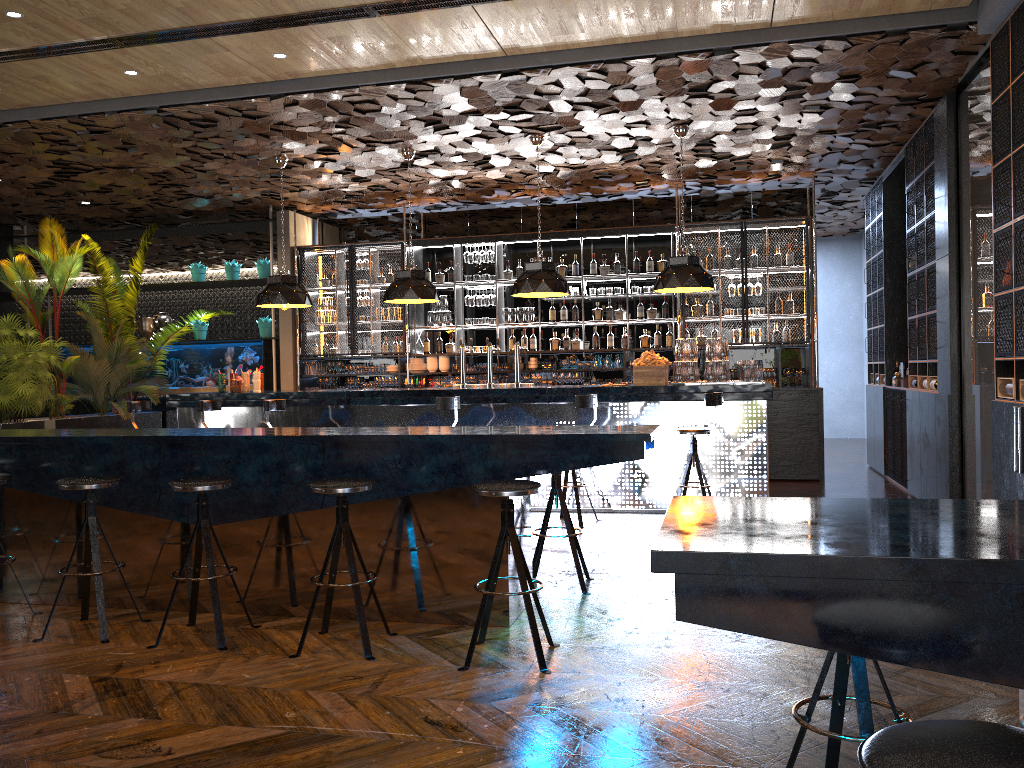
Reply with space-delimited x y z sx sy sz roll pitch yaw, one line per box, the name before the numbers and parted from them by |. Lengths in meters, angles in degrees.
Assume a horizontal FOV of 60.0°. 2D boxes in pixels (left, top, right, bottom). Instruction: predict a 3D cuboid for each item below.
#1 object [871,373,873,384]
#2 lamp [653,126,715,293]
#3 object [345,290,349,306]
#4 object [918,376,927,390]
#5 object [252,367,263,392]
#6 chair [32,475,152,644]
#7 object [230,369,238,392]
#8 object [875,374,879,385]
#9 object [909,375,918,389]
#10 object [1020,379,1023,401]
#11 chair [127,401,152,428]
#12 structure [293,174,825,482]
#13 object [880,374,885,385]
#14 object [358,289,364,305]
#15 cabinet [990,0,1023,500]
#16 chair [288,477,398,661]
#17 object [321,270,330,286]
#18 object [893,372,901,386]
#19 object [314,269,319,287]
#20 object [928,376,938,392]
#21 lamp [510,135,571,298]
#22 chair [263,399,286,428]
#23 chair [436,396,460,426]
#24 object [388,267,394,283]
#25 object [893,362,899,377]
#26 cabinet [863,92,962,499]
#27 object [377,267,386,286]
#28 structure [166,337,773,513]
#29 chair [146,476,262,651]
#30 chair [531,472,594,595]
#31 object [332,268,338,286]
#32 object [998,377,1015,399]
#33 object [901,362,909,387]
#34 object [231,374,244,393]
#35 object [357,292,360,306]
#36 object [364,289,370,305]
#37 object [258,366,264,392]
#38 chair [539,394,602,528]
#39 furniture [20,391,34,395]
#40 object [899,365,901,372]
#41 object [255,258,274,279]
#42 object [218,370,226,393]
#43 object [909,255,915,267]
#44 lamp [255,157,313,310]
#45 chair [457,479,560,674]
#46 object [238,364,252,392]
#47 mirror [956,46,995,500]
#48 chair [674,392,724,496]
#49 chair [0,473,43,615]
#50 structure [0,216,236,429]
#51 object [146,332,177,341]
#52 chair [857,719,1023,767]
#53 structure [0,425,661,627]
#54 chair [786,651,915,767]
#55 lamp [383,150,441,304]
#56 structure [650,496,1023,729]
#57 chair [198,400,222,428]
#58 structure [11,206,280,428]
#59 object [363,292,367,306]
object | 4.656 -0.069 11.287 0.122 0.132 0.396 -1 1 16
lamp | 1.651 -1.691 8.589 0.582 1.564 0.607 -1 1 14
object | -2.230 -1.170 12.058 0.081 0.213 0.081 -1 1 19
object | 3.912 -0.011 8.308 0.122 0.132 0.396 -1 1 14
object | -2.638 -0.049 9.192 0.081 0.264 0.099 -1 1 34
chair | -2.210 0.893 4.666 0.419 0.813 0.419 -1 1 9
object | -2.950 -0.036 9.404 0.078 0.246 0.084 -1 1 12
object | 4.550 -0.060 10.871 0.123 0.132 0.396 -1 1 14
object | 4.014 -0.018 8.722 0.122 0.133 0.396 -1 1 14
object | 3.222 0.040 5.427 0.122 0.132 0.396 -1 1 18
chair | -3.520 0.720 8.678 0.476 1.108 0.419 -1 1 14
structure | 0.354 -0.621 11.335 6.750 3.553 1.143 -1 1 14
object | 4.444 -0.051 10.459 0.122 0.132 0.396 -1 1 14
object | -2.053 -1.174 12.015 0.081 0.213 0.081 -1 1 19
cabinet | 3.039 -0.560 3.869 0.691 3.514 4.416 -1 1 14
chair | -0.820 0.868 4.316 0.419 0.813 0.419 -1 1 9
object | -2.566 -1.450 12.204 0.108 0.244 0.108 -1 1 2
object | 4.289 -0.050 9.840 0.106 0.164 0.106 -1 1 3
object | -2.708 -1.458 12.278 0.075 0.260 0.075 -2 1 -28
object | 3.810 -0.004 7.889 0.123 0.132 0.396 -1 1 15
lamp | 0.266 -1.665 8.800 0.582 1.564 0.607 -1 1 14
chair | -2.043 0.695 8.131 0.476 1.108 0.419 -1 1 14
chair | -0.667 0.669 7.903 0.476 1.108 0.419 -1 1 29
object | -1.639 -1.463 11.992 0.073 0.246 0.072 -1 1 -1
object | 4.431 -0.116 10.200 0.080 0.279 0.080 -2 1 -28
cabinet | 4.358 -0.661 9.328 0.691 3.514 4.416 -1 1 14
object | -1.772 -1.459 12.025 0.108 0.244 0.108 -1 1 2
structure | -0.498 0.361 9.010 6.009 1.685 1.214 -1 1 14
chair | -1.565 0.881 4.509 0.419 0.813 0.419 -1 1 9
chair | 0.276 0.830 5.432 0.419 0.813 0.419 -1 1 9
object | -2.431 -1.462 12.186 0.075 0.261 0.075 -2 1 -28
object | 3.320 0.025 5.848 0.122 0.132 0.396 -1 1 16
object | 4.289 -0.102 9.614 0.116 0.264 0.144 -1 1 14
object | -2.860 -0.009 9.232 0.110 0.191 0.131 -1 1 26
object | -2.103 -1.175 12.175 0.081 0.213 0.081 -1 1 19
object | -1.965 -1.175 11.994 0.081 0.213 0.081 -1 1 19
object | -2.660 -0.057 9.328 0.091 0.277 0.080 -2 1 -44
chair | 0.527 0.647 7.664 0.476 1.108 0.419 -1 1 29
furniture | -6.906 0.663 17.180 9.798 1.137 3.595 -1 1 14
object | 4.402 -0.096 10.049 0.065 0.237 0.065 -1 1 -18
object | -3.445 -1.598 12.341 0.265 0.325 0.245 -1 1 7
object | -3.037 -0.028 9.277 0.086 0.237 0.084 -1 1 33
object | 4.077 -1.212 8.702 0.192 0.221 0.403 -1 1 -17
lamp | -2.445 -1.590 9.448 0.582 1.606 0.607 -1 1 14
chair | -0.015 0.854 4.087 0.419 0.813 0.419 -1 1 9
object | -2.846 -0.065 9.463 0.116 0.298 0.105 0 1 45
mirror | 3.513 -0.625 6.642 0.026 3.551 1.194 -1 1 14
chair | 1.562 0.627 7.482 0.476 1.108 0.419 -1 1 24
chair | -2.915 0.905 4.875 0.419 0.813 0.419 -1 1 9
structure | -5.520 -0.505 11.694 1.873 3.561 4.073 -1 1 15
object | -5.067 -0.673 12.819 0.320 0.135 0.250 -1 1 14
chair | 0.621 0.880 1.131 0.419 0.813 0.419 -1 1 29
structure | -1.634 0.778 5.239 4.941 0.998 0.673 -1 1 14
chair | 0.950 0.855 2.479 0.419 0.813 0.419 -2 1 -41
lamp | -1.062 -1.643 9.243 0.582 1.564 0.607 -1 1 14
structure | 1.533 0.760 1.584 2.476 0.998 0.673 -1 1 14
chair | -2.738 0.706 8.422 0.476 1.108 0.419 -1 1 14
structure | -5.145 -0.614 12.850 4.269 3.734 0.705 -1 1 14
object | -2.019 -1.176 12.155 0.081 0.213 0.081 -1 1 19
